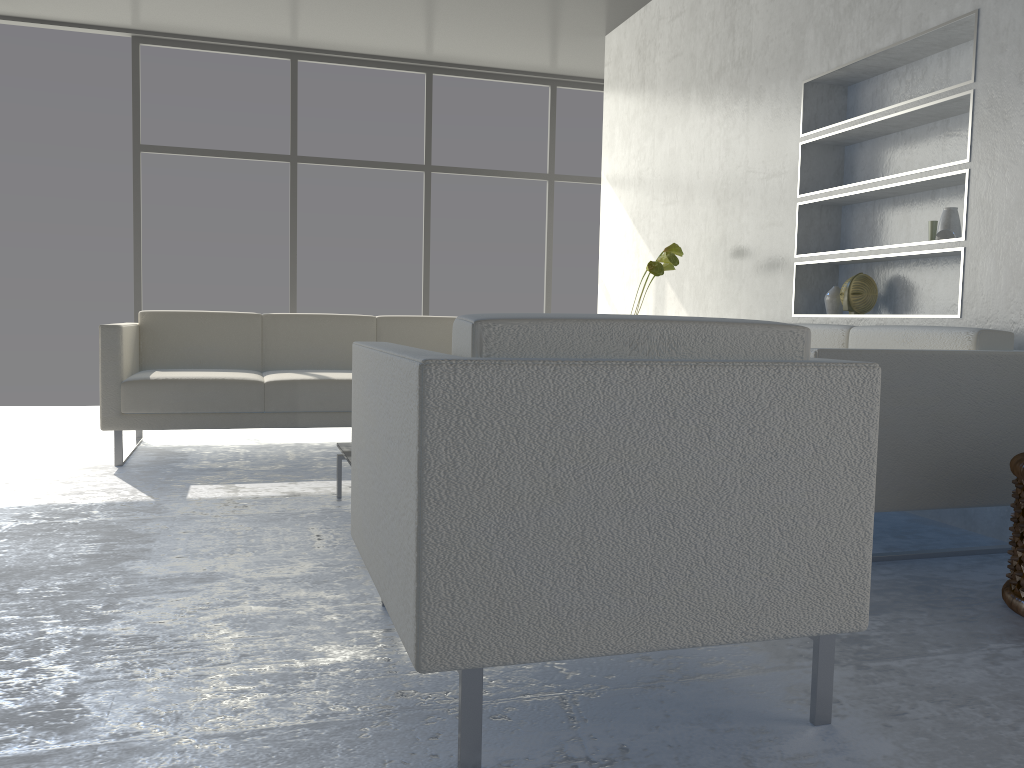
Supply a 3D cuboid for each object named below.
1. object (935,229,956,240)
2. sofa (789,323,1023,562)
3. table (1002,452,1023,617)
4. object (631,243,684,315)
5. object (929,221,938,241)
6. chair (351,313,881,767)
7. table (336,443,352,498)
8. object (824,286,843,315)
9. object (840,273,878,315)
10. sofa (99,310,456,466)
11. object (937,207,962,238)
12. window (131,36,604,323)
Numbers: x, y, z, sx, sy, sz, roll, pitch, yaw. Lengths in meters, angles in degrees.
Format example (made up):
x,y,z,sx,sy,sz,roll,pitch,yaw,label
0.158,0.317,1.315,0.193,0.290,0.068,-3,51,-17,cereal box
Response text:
x,y,z,sx,sy,sz,roll,pitch,yaw,label
1.486,-0.505,3.040,0.064,0.050,0.064,0,4,-11,object
0.887,0.099,3.324,0.821,0.658,1.881,0,4,-17,sofa
1.381,0.359,2.017,0.452,0.358,0.452,-2,6,-42,table
0.628,-0.176,4.349,0.387,1.051,0.400,2,4,11,object
1.508,-0.537,3.180,0.074,0.094,0.074,4,5,37,object
0.111,0.198,1.712,0.748,0.662,0.821,0,4,-17,chair
-0.165,0.335,2.982,0.773,0.190,0.730,0,4,-17,table
1.350,-0.344,3.705,0.086,0.128,0.086,1,4,-6,object
1.369,-0.359,3.553,0.088,0.179,0.163,-1,5,-27,object
-0.916,-0.013,4.306,1.881,0.658,0.821,0,4,-17,sofa
1.527,-0.549,3.097,0.079,0.130,0.079,0,4,-19,object
-0.605,-1.083,6.583,4.080,2.477,0.037,0,4,-17,window
